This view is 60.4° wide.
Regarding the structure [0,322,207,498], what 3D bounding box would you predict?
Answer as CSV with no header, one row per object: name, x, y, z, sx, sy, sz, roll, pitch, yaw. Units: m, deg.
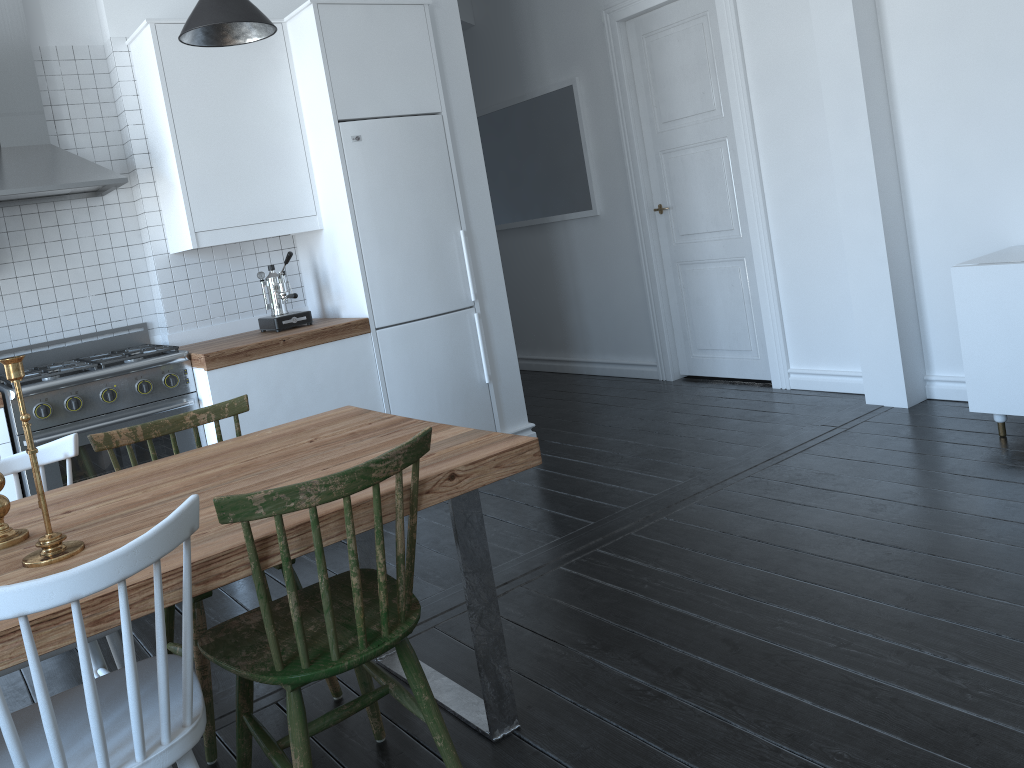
structure,-1.805,0.295,3.916,0.709,1.010,0.721,-14,8,-35

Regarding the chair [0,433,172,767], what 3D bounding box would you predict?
chair,-1.230,0.610,2.215,0.472,0.835,0.509,-13,7,-35

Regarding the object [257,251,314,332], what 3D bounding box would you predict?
object,-1.105,-0.450,4.268,0.208,0.366,0.353,-13,8,-35

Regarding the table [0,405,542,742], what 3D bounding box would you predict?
table,-1.058,0.716,1.831,2.258,0.709,1.018,-17,11,-35

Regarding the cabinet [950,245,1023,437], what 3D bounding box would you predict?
cabinet,2.413,-0.155,3.306,0.598,0.727,1.200,-14,10,-35

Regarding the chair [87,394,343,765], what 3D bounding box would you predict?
chair,-0.828,0.499,2.487,0.474,0.820,0.484,-14,7,-36

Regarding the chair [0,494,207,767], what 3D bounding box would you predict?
chair,-0.756,0.651,1.572,0.472,0.835,0.509,-13,7,-35

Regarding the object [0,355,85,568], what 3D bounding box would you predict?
object,-0.954,0.148,1.758,0.113,0.407,0.115,-8,5,17

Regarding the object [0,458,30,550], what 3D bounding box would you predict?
object,-1.134,0.230,1.922,0.101,0.245,0.101,-11,5,-11

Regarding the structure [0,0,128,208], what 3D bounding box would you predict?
structure,-2.194,-1.458,3.843,0.641,1.293,0.527,-13,6,-35

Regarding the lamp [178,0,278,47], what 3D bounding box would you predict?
lamp,-1.214,-1.857,3.501,0.389,0.931,0.386,-12,6,-26

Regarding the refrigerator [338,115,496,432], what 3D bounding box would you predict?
refrigerator,-0.603,-0.429,4.580,0.583,1.785,0.679,-13,6,-35

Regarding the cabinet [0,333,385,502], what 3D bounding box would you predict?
cabinet,-2.105,0.493,3.685,3.218,0.807,0.730,-15,9,-27

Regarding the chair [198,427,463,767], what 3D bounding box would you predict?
chair,-0.394,0.540,1.883,0.474,0.819,0.484,-14,7,-36

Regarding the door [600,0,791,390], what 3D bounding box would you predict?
door,1.125,-1.216,5.401,0.117,2.453,1.039,-12,6,-35

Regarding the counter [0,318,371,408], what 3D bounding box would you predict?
counter,-2.148,0.075,3.604,3.142,0.073,0.846,-17,13,-35

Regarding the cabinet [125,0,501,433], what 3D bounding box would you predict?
cabinet,-1.964,-0.342,3.794,3.837,2.349,0.778,-15,7,-31
